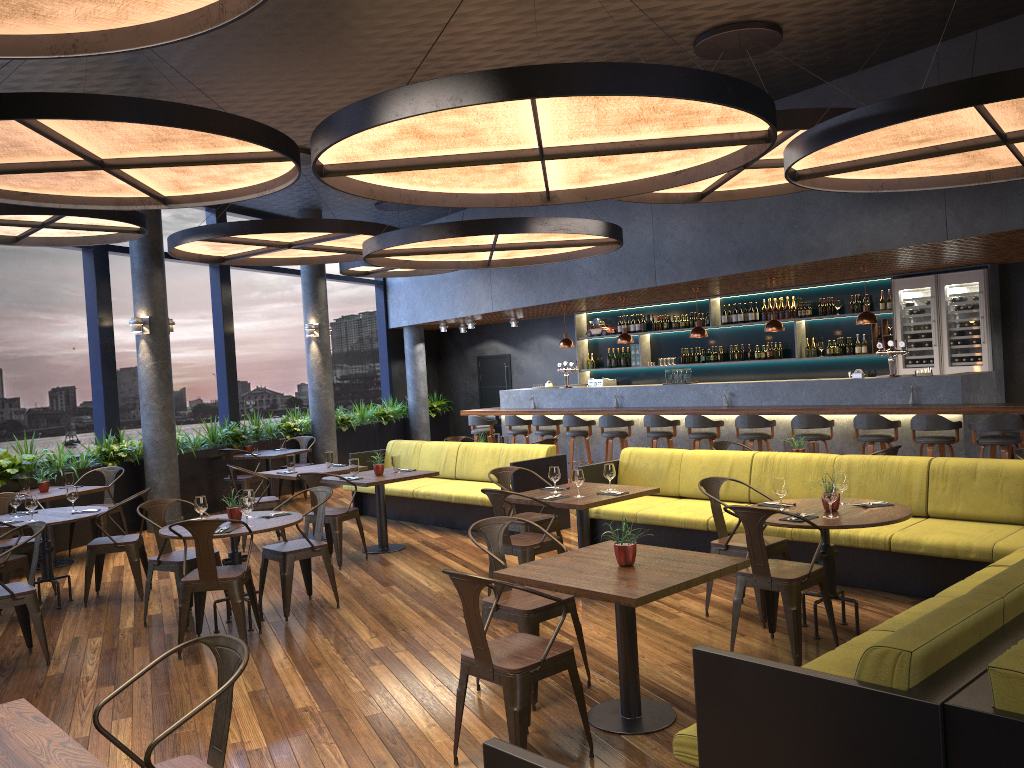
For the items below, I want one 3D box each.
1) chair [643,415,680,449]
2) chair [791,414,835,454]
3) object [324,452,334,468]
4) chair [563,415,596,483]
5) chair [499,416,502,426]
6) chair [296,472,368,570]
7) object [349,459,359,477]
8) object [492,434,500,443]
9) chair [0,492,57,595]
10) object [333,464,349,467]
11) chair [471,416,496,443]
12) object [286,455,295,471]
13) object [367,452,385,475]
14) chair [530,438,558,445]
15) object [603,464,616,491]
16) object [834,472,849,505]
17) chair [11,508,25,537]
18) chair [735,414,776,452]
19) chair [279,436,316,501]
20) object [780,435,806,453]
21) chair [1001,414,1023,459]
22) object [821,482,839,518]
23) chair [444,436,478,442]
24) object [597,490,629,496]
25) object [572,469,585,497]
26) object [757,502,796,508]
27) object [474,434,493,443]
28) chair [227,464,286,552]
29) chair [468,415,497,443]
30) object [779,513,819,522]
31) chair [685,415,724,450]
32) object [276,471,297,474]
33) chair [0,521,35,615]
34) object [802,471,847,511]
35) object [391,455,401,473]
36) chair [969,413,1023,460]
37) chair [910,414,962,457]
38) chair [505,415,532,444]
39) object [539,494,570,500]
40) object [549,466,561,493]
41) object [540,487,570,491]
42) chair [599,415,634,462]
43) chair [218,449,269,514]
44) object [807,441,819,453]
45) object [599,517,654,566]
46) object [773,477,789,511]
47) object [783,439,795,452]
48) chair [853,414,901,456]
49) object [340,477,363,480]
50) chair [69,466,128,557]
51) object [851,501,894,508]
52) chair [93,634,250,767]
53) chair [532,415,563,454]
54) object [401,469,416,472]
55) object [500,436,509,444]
[{"bbox_3d":[2.012,0.911,11.762,0.483,1.048,0.438,-3,1,18],"label":"chair"},{"bbox_3d":[3.461,0.852,10.209,0.438,1.048,0.483,-4,1,-29],"label":"chair"},{"bbox_3d":[-2.065,0.859,10.037,0.102,0.178,0.102,-3,1,23],"label":"object"},{"bbox_3d":[0.974,0.955,12.772,0.438,1.048,0.483,-4,1,-14],"label":"chair"},{"bbox_3d":[0.012,0.958,15.778,0.438,1.048,0.483,-3,1,18],"label":"chair"},{"bbox_3d":[-1.733,1.262,8.441,0.504,0.917,0.541,-3,1,25],"label":"chair"},{"bbox_3d":[-1.596,0.850,8.981,0.102,0.178,0.102,-4,1,-37],"label":"object"},{"bbox_3d":[-0.198,0.724,11.269,0.102,0.178,0.102,-4,1,-7],"label":"object"},{"bbox_3d":[-4.403,1.434,7.842,0.541,0.917,0.504,-3,1,38],"label":"chair"},{"bbox_3d":[-1.979,0.931,10.184,0.157,0.019,0.255,-4,1,-43],"label":"object"},{"bbox_3d":[-0.487,0.996,15.313,0.483,1.048,0.438,-4,1,-14],"label":"chair"},{"bbox_3d":[-2.474,0.886,9.928,0.102,0.178,0.102,-3,1,23],"label":"object"},{"bbox_3d":[-1.350,0.788,9.014,0.238,0.271,0.260,-4,1,-4],"label":"object"},{"bbox_3d":[0.287,1.101,10.564,0.504,0.917,0.541,-4,1,-43],"label":"chair"},{"bbox_3d":[0.769,0.733,6.971,0.097,0.206,0.097,-3,1,39],"label":"object"},{"bbox_3d":[2.129,0.674,5.730,0.097,0.206,0.097,-3,1,-1],"label":"object"},{"bbox_3d":[-5.089,1.461,8.652,0.504,0.917,0.541,-3,1,32],"label":"chair"},{"bbox_3d":[2.965,0.872,10.712,0.483,1.048,0.438,-3,1,7],"label":"chair"},{"bbox_3d":[-3.209,1.262,13.333,0.504,0.917,0.541,-3,1,12],"label":"chair"},{"bbox_3d":[2.620,0.565,8.115,0.238,0.271,0.260,-4,1,-21],"label":"object"},{"bbox_3d":[5.303,0.760,9.157,0.483,1.048,0.438,-3,1,18],"label":"chair"},{"bbox_3d":[1.906,0.695,5.314,0.097,0.206,0.097,-4,1,-4],"label":"object"},{"bbox_3d":[-0.572,1.136,11.490,0.504,0.917,0.541,-4,1,-43],"label":"chair"},{"bbox_3d":[0.755,0.831,6.799,0.157,0.019,0.255,-4,1,-43],"label":"object"},{"bbox_3d":[0.503,0.754,6.733,0.097,0.206,0.097,-4,1,-42],"label":"object"},{"bbox_3d":[1.755,0.789,5.817,0.157,0.019,0.255,-4,1,-36],"label":"object"},{"bbox_3d":[-0.366,0.696,10.841,0.238,0.271,0.260,-4,1,-38],"label":"object"},{"bbox_3d":[-2.775,1.304,9.599,0.541,0.917,0.504,-4,1,-24],"label":"chair"},{"bbox_3d":[-0.441,1.012,14.327,0.483,1.048,0.438,-3,1,18],"label":"chair"},{"bbox_3d":[1.740,0.799,5.342,0.255,0.019,0.157,-4,1,-40],"label":"object"},{"bbox_3d":[2.437,0.895,11.224,0.438,1.048,0.483,-4,1,-14],"label":"chair"},{"bbox_3d":[-2.487,0.970,9.756,0.157,0.019,0.255,-4,1,-43],"label":"object"},{"bbox_3d":[-4.106,1.433,6.934,0.504,0.917,0.541,-3,1,20],"label":"chair"},{"bbox_3d":[1.984,0.651,5.528,0.238,0.271,0.260,-4,1,-21],"label":"object"},{"bbox_3d":[-1.187,0.824,9.090,0.102,0.178,0.102,-3,1,13],"label":"object"},{"bbox_3d":[4.775,0.800,8.718,0.483,1.048,0.438,-3,1,39],"label":"chair"},{"bbox_3d":[4.367,0.816,9.142,0.438,1.048,0.483,-4,1,-14],"label":"chair"},{"bbox_3d":[0.151,0.986,13.753,0.483,1.048,0.438,-3,1,18],"label":"chair"},{"bbox_3d":[0.336,0.858,6.754,0.255,0.019,0.157,-4,1,-43],"label":"object"},{"bbox_3d":[0.340,0.758,7.034,0.097,0.206,0.097,-3,1,39],"label":"object"},{"bbox_3d":[0.365,0.848,7.209,0.157,0.019,0.255,-4,1,-43],"label":"object"},{"bbox_3d":[1.439,0.937,12.211,0.438,1.048,0.483,-4,1,-23],"label":"chair"},{"bbox_3d":[-3.689,1.313,12.095,0.504,0.917,0.541,-3,1,22],"label":"chair"},{"bbox_3d":[2.704,0.610,7.965,0.102,0.178,0.102,-3,1,33],"label":"object"},{"bbox_3d":[0.546,0.759,4.383,0.260,0.271,0.238,-4,1,-8],"label":"object"},{"bbox_3d":[1.711,0.701,5.646,0.097,0.206,0.097,-4,1,-18],"label":"object"},{"bbox_3d":[2.608,0.608,8.340,0.102,0.178,0.102,-4,1,-7],"label":"object"},{"bbox_3d":[3.993,0.830,9.643,0.483,1.048,0.438,-3,1,18],"label":"chair"},{"bbox_3d":[-1.608,0.934,8.809,0.157,0.019,0.255,-4,1,-43],"label":"object"},{"bbox_3d":[-4.601,1.408,9.891,0.504,0.917,0.541,-3,1,11],"label":"chair"},{"bbox_3d":[2.270,0.762,5.624,0.255,0.019,0.157,-4,1,-11],"label":"object"},{"bbox_3d":[-1.098,1.326,2.826,0.541,0.917,0.504,-4,1,-43],"label":"chair"},{"bbox_3d":[0.565,0.969,13.325,0.483,1.048,0.438,-3,1,18],"label":"chair"},{"bbox_3d":[-1.101,0.896,9.237,0.157,0.019,0.255,-4,1,-43],"label":"object"},{"bbox_3d":[-0.088,0.725,10.859,0.102,0.178,0.102,-3,1,33],"label":"object"}]
